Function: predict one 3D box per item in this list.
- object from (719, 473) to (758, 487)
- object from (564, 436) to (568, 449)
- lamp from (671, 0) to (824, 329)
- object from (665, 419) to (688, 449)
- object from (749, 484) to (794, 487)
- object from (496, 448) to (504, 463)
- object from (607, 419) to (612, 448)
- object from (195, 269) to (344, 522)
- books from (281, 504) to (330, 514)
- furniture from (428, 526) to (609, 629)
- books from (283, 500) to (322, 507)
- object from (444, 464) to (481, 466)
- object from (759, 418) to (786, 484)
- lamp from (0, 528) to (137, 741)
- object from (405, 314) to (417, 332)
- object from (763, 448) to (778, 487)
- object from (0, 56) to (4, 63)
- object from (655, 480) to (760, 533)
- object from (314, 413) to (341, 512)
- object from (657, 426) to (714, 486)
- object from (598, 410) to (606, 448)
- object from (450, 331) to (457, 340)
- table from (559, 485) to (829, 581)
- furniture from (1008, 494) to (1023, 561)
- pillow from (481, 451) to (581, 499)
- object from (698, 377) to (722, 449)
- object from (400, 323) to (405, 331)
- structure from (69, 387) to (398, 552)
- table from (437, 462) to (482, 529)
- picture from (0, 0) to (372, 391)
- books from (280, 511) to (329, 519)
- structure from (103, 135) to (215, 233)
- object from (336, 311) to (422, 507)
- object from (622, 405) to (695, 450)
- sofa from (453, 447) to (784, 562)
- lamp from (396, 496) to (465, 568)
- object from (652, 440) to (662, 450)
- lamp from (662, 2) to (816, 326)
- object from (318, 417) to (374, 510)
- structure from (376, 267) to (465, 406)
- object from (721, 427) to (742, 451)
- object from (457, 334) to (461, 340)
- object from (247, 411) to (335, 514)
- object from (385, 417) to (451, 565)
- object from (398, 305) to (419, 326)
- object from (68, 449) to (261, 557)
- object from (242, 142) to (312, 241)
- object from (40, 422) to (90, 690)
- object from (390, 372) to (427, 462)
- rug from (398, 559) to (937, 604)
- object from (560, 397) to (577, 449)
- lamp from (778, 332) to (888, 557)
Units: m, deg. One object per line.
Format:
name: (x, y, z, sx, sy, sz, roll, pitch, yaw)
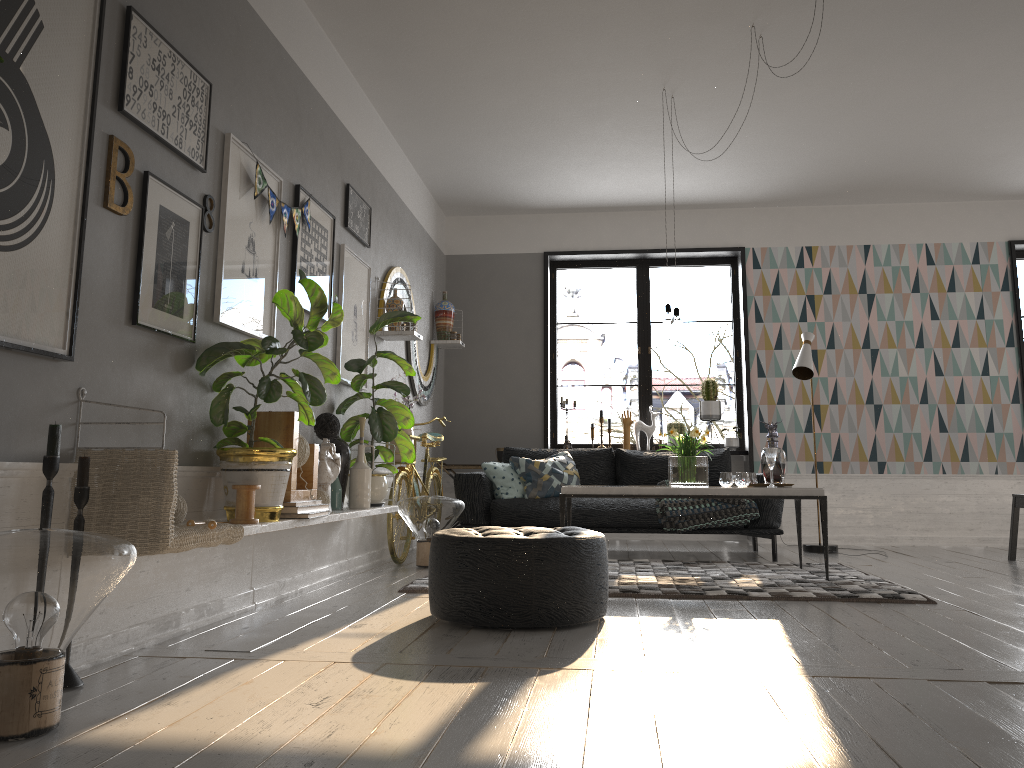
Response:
object: (1.419, 0.581, 5.365, 0.246, 0.088, 0.277, 2, -7, -15)
object: (0.496, 0.537, 8.109, 0.084, 0.153, 0.083, -1, -9, 10)
lamp: (1.297, -1.168, 5.011, 0.074, 1.553, 1.384, 5, -9, -24)
object: (1.483, 0.460, 7.981, 0.234, 0.286, 0.211, 3, -9, -19)
object: (1.543, 0.617, 5.406, 0.318, 0.015, 0.244, 0, -6, 7)
object: (-0.069, 0.636, 7.681, 0.138, 0.162, 0.141, -8, -11, 44)
object: (0.887, 0.456, 8.048, 0.075, 0.304, 0.075, -7, -12, 37)
object: (-0.945, 0.047, 3.479, 0.545, 0.974, 0.505, 2, -9, -8)
books: (-0.962, 0.529, 3.760, 0.260, 0.029, 0.380, 0, -6, 7)
furniture: (0.026, 0.770, 3.626, 0.735, 0.360, 0.728, 1, -7, -6)
books: (-0.972, 0.506, 3.762, 0.229, 0.017, 0.375, 0, -6, 4)
object: (-0.417, 0.713, 7.747, 0.318, 0.015, 0.244, 0, -6, 7)
object: (1.609, 0.418, 5.443, 0.148, 0.421, 0.154, -4, -10, 26)
lamp: (-1.095, 0.554, 1.999, 0.431, 0.442, 0.429, -4, -9, 28)
object: (-0.691, -0.404, 6.069, 0.086, 0.141, 0.085, 0, -9, -1)
object: (1.533, 0.494, 5.228, 0.082, 0.229, 0.166, -3, -9, 18)
object: (0.507, -0.272, 0.572, 3.895, 1.815, 1.001, 0, -9, 6)
object: (1.344, 0.859, 6.248, 0.666, 0.332, 0.485, 0, -7, 2)
object: (-0.917, 0.382, 4.346, 0.136, 0.488, 0.153, -1, -9, 6)
object: (1.040, 0.435, 5.305, 0.351, 0.355, 0.322, -1, -8, 9)
object: (0.811, 0.415, 8.013, 0.123, 0.379, 0.122, -2, -9, 11)
object: (-0.508, -0.412, 7.653, 0.060, 0.080, 0.059, 1, -8, -5)
table: (1.029, 0.863, 5.208, 1.455, 0.516, 0.725, 0, -7, 7)
furniture: (3.608, 0.919, 5.393, 0.465, 0.460, 1.654, -1, -6, 7)
pillow: (0.154, 0.690, 6.656, 0.798, 0.366, 0.439, 2, -8, -11)
object: (1.765, 0.254, 7.878, 0.235, 0.678, 0.226, 4, -10, -22)
object: (-0.766, -0.373, 6.097, 0.062, 0.082, 0.062, 3, -9, -17)
structure: (-0.979, 0.391, 3.923, 0.308, 0.491, 2.750, -1, -6, 7)
table: (-0.266, 1.026, 7.676, 0.742, 0.687, 0.335, -1, -9, 7)
picture: (0.649, -0.876, 1.874, 4.038, 1.814, 7.225, 0, -6, 7)
books: (-0.965, 0.554, 3.768, 0.296, 0.021, 0.364, 0, -6, 1)
structure: (-1.233, -0.646, 3.150, 0.024, 0.265, 0.732, -1, -6, 7)
object: (-0.782, 0.123, 5.119, 0.564, 1.163, 0.413, 9, -13, -43)
object: (1.322, 0.399, 7.963, 0.662, 0.414, 0.133, -1, -9, 8)
sofa: (0.777, 0.870, 6.607, 2.340, 0.806, 0.961, 0, -7, 6)
lamp: (-0.518, 0.928, 5.581, 0.431, 0.442, 0.429, -6, -10, 37)
object: (1.332, 0.548, 7.927, 0.122, 0.100, 0.122, -4, -8, 29)
lamp: (1.223, -1.180, 4.896, 0.074, 1.553, 1.384, 5, -9, -24)
object: (-0.866, 0.410, 4.653, 0.330, 0.493, 0.283, 6, -10, -33)
structure: (-0.662, -0.345, 6.859, 0.267, 0.965, 2.003, -1, -7, 7)
object: (1.932, 0.482, 7.794, 0.171, 0.206, 0.244, -1, -8, 9)
object: (-0.466, -0.405, 7.715, 0.050, 0.059, 0.049, 1, -8, -4)
object: (-0.952, 0.361, 3.907, 0.238, 0.444, 0.540, -1, -7, 7)
object: (-0.648, 0.732, 6.268, 0.426, 0.979, 1.610, 1, -7, -2)
object: (-0.693, -0.430, 5.926, 0.060, 0.167, 0.196, -8, -11, 40)
object: (-1.071, 0.380, 2.915, 0.329, 0.310, 0.777, -1, -7, 7)
object: (-1.092, -0.861, 4.155, 0.057, 0.343, 0.905, -1, -6, 6)
object: (-1.199, 0.455, 2.349, 0.091, 0.708, 0.276, 0, -9, -1)
object: (-0.670, 0.213, 5.953, 0.253, 0.648, 0.484, -4, -9, 24)
rug: (0.786, 1.088, 5.039, 2.526, 0.034, 1.753, 0, -6, 7)
object: (0.489, 0.361, 8.059, 0.161, 0.495, 0.144, -8, -13, 42)
lamp: (2.532, 0.460, 7.120, 0.680, 1.721, 1.234, -1, -8, 5)
